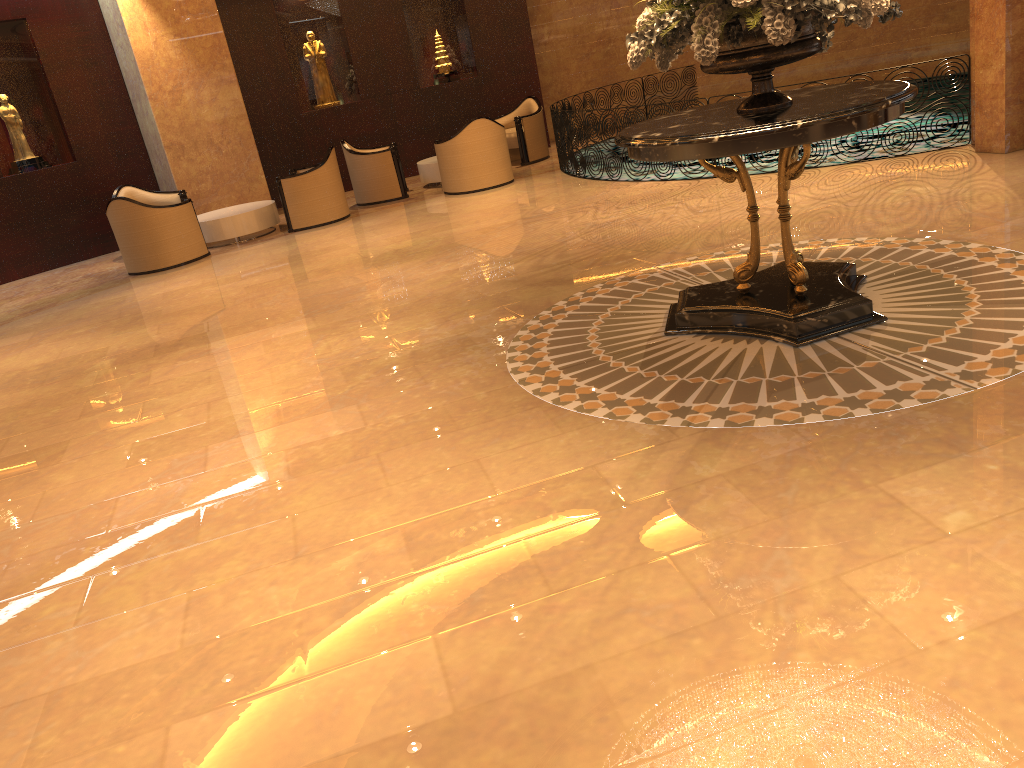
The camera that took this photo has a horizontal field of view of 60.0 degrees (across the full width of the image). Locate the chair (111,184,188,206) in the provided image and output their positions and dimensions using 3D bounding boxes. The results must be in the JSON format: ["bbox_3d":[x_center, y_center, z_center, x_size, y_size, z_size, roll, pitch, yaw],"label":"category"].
[{"bbox_3d":[-4.900,-2.271,12.003,0.769,0.916,0.951,3,25,35],"label":"chair"}]

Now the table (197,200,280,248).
[{"bbox_3d":[-3.677,-2.105,11.708,1.196,0.354,1.196,-7,21,13],"label":"table"}]

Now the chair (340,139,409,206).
[{"bbox_3d":[-1.927,-3.050,12.463,0.769,0.916,0.951,-12,20,-2],"label":"chair"}]

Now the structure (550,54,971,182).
[{"bbox_3d":[2.437,-3.543,11.829,3.815,0.995,7.624,-10,20,5],"label":"structure"}]

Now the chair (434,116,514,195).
[{"bbox_3d":[-0.472,-3.035,11.634,0.951,0.916,0.769,-18,21,-16],"label":"chair"}]

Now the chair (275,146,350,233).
[{"bbox_3d":[-2.572,-2.553,11.490,0.769,0.916,0.951,-11,20,2],"label":"chair"}]

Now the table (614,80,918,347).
[{"bbox_3d":[1.365,-0.915,4.737,1.493,1.089,1.493,-18,21,-18],"label":"table"}]

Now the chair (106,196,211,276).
[{"bbox_3d":[-4.278,-1.837,10.510,0.951,0.916,0.769,-3,22,21],"label":"chair"}]

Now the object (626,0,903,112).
[{"bbox_3d":[1.196,-1.870,4.352,1.277,0.999,1.318,-5,21,17],"label":"object"}]

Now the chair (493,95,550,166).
[{"bbox_3d":[0.099,-3.845,13.478,0.769,0.916,0.951,-26,25,-35],"label":"chair"}]

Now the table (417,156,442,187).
[{"bbox_3d":[-0.766,-3.170,12.962,1.196,0.354,1.196,-6,21,14],"label":"table"}]
